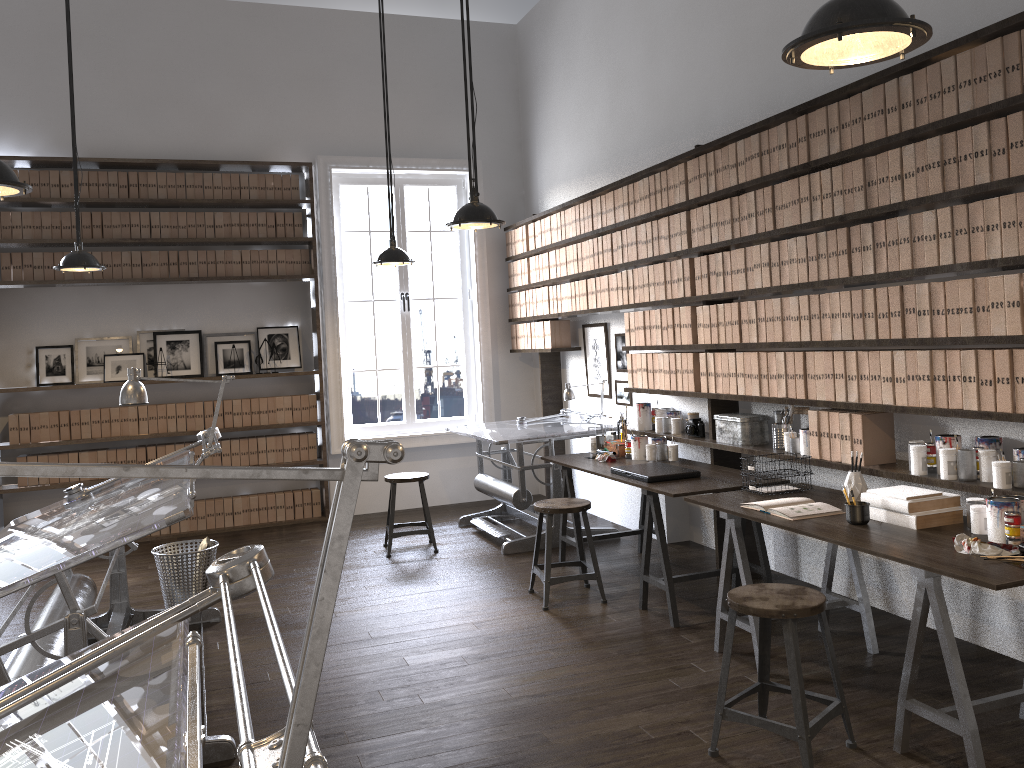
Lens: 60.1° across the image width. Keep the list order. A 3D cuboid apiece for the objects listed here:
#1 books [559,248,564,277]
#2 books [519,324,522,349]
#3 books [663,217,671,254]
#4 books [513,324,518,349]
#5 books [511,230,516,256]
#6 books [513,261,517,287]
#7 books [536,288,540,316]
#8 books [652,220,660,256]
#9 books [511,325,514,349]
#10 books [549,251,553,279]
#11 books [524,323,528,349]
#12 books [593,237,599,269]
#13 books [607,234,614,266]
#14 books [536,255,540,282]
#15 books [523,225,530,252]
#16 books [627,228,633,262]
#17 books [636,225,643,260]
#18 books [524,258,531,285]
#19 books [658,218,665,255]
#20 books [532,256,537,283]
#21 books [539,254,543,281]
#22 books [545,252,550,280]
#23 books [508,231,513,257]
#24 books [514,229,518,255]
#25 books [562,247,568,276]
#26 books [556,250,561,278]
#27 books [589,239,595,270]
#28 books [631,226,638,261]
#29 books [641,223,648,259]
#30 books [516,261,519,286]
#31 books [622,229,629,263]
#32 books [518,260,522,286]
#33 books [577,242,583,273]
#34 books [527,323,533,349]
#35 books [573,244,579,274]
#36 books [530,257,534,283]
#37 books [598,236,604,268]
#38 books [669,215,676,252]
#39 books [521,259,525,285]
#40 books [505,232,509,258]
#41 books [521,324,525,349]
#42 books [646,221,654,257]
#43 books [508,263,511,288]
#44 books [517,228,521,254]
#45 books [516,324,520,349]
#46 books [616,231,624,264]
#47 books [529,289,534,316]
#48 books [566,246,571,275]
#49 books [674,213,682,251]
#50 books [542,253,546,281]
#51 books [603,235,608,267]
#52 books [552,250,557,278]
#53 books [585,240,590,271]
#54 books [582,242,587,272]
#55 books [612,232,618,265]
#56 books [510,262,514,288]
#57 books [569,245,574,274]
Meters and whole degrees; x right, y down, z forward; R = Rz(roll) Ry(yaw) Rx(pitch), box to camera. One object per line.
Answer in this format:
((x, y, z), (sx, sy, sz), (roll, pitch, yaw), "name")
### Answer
((0.464, -0.936, 6.837), (0.175, 0.226, 0.066), (-3, 0, -20), "books")
((0.156, -0.418, 7.755), (0.175, 0.225, 0.066), (-3, 0, -20), "books")
((1.004, -0.892, 5.326), (0.175, 0.226, 0.067), (-3, 0, -20), "books")
((0.105, -0.421, 7.885), (0.175, 0.226, 0.067), (-3, 0, -20), "books")
((0.091, -1.246, 7.820), (0.174, 0.226, 0.066), (-3, 0, -20), "books")
((0.107, -0.969, 7.812), (0.175, 0.225, 0.066), (-3, 0, -20), "books")
((0.297, -0.683, 7.337), (0.174, 0.226, 0.066), (-3, 0, -20), "books")
((0.962, -0.896, 5.459), (0.175, 0.226, 0.066), (-3, 0, -20), "books")
((0.085, -0.423, 7.957), (0.175, 0.226, 0.066), (-3, 0, -20), "books")
((0.392, -0.941, 7.037), (0.175, 0.226, 0.066), (-3, 0, -20), "books")
((0.198, -0.414, 7.626), (0.175, 0.226, 0.066), (-3, 0, -20), "books")
((0.670, -0.918, 6.248), (0.175, 0.226, 0.067), (-3, 0, -20), "books")
((0.744, -0.913, 6.048), (0.175, 0.226, 0.067), (-3, 0, -20), "books")
((0.291, -0.948, 7.296), (0.175, 0.226, 0.067), (-3, 0, -20), "books")
((0.187, -1.239, 7.555), (0.175, 0.225, 0.066), (-3, 0, -20), "books")
((0.847, -0.905, 5.779), (0.175, 0.226, 0.066), (-3, 0, -20), "books")
((0.891, -0.902, 5.652), (0.175, 0.225, 0.066), (-3, 0, -20), "books")
((0.201, -0.962, 7.561), (0.174, 0.226, 0.066), (-3, 0, -20), "books")
((0.987, -0.894, 5.394), (0.174, 0.226, 0.066), (-3, 0, -20), "books")
((0.266, -0.950, 7.364), (0.175, 0.226, 0.066), (-3, 0, -20), "books")
((0.316, -0.947, 7.238), (0.175, 0.225, 0.066), (-3, 0, -20), "books")
((0.361, -0.943, 7.106), (0.175, 0.226, 0.067), (-3, 0, -20), "books")
((0.063, -1.248, 7.887), (0.175, 0.226, 0.066), (-3, 0, -20), "books")
((0.118, -1.245, 7.756), (0.174, 0.226, 0.066), (-3, 0, -20), "books")
((0.481, -0.933, 6.771), (0.175, 0.226, 0.067), (-3, 0, -20), "books")
((0.439, -0.938, 6.904), (0.174, 0.226, 0.066), (-3, 0, -20), "books")
((0.646, -0.920, 6.316), (0.175, 0.226, 0.066), (-3, 0, -20), "books")
((0.864, -0.903, 5.714), (0.175, 0.226, 0.067), (-3, 0, -20), "books")
((0.911, -0.900, 5.593), (0.175, 0.225, 0.066), (-3, 0, -20), "books")
((0.130, -0.968, 7.753), (0.175, 0.225, 0.066), (-3, 0, -20), "books")
((0.823, -0.907, 5.846), (0.174, 0.226, 0.066), (-3, 0, -20), "books")
((0.148, -0.966, 7.689), (0.175, 0.226, 0.067), (-3, 0, -20), "books")
((0.578, -0.926, 6.517), (0.175, 0.226, 0.066), (-3, 0, -20), "books")
((0.225, -0.412, 7.559), (0.174, 0.226, 0.066), (-3, 0, -20), "books")
((0.551, -0.928, 6.582), (0.175, 0.226, 0.067), (-3, 0, -20), "books")
((0.245, -0.953, 7.433), (0.174, 0.226, 0.066), (-3, 0, -20), "books")
((0.696, -0.917, 6.190), (0.175, 0.225, 0.066), (-3, 0, -20), "books")
((1.031, -0.890, 5.265), (0.175, 0.225, 0.066), (-3, 0, -20), "books")
((0.177, -0.964, 7.628), (0.175, 0.226, 0.066), (-3, 0, -20), "books")
((0.038, -1.250, 7.955), (0.175, 0.226, 0.067), (-3, 0, -20), "books")
((0.173, -0.415, 7.694), (0.175, 0.226, 0.067), (-3, 0, -20), "books")
((0.934, -0.898, 5.524), (0.175, 0.226, 0.067), (-3, 0, -20), "books")
((0.060, -0.973, 7.947), (0.175, 0.226, 0.066), (-3, 0, -20), "books")
((0.140, -1.243, 7.690), (0.175, 0.226, 0.066), (-3, 0, -20), "books")
((0.136, -0.419, 7.817), (0.175, 0.225, 0.066), (-3, 0, -20), "books")
((0.795, -0.909, 5.911), (0.174, 0.226, 0.066), (-3, 0, -20), "books")
((0.241, -0.686, 7.468), (0.175, 0.226, 0.066), (-3, 0, -20), "books")
((0.508, -0.932, 6.710), (0.175, 0.225, 0.066), (-3, 0, -20), "books")
((1.051, -0.888, 5.206), (0.175, 0.225, 0.066), (-3, 0, -20), "books")
((0.341, -0.945, 7.177), (0.175, 0.225, 0.066), (-3, 0, -20), "books")
((0.724, -0.915, 6.120), (0.175, 0.225, 0.066), (-3, 0, -20), "books")
((0.411, -0.939, 6.969), (0.174, 0.226, 0.066), (-3, 0, -20), "books")
((0.624, -0.923, 6.385), (0.174, 0.226, 0.066), (-3, 0, -20), "books")
((0.604, -0.925, 6.452), (0.174, 0.226, 0.066), (-3, 0, -20), "books")
((0.775, -0.911, 5.979), (0.175, 0.226, 0.066), (-3, 0, -20), "books")
((0.081, -0.971, 7.880), (0.175, 0.226, 0.067), (-3, 0, -20), "books")
((0.528, -0.930, 6.651), (0.175, 0.225, 0.066), (-3, 0, -20), "books")
